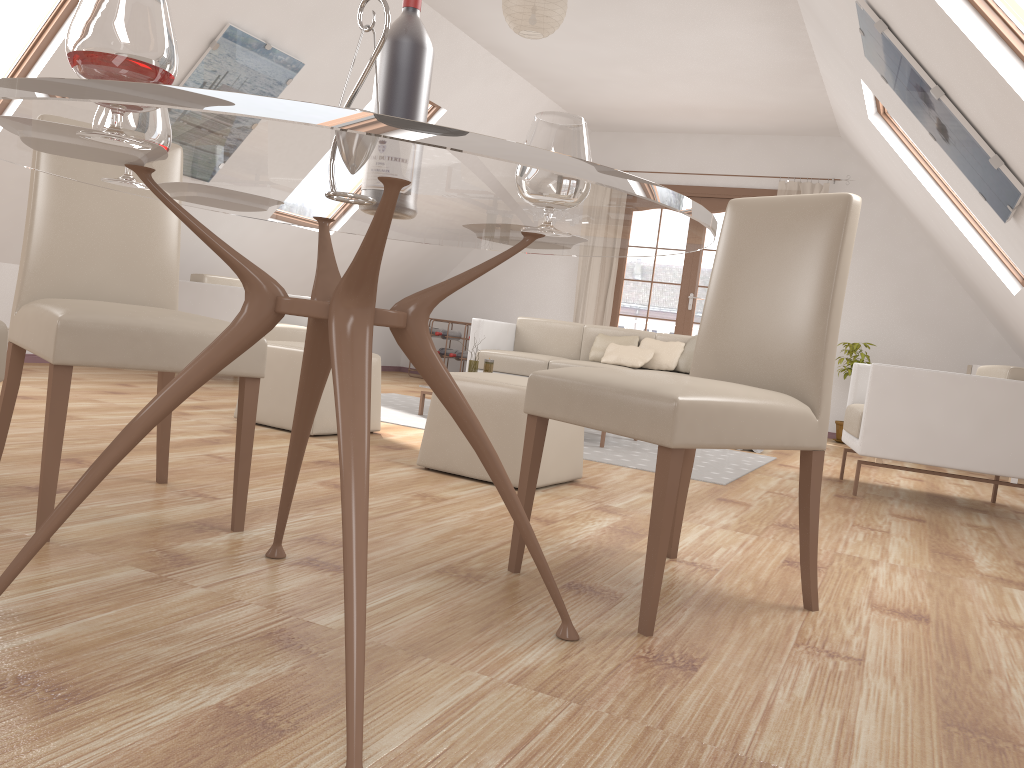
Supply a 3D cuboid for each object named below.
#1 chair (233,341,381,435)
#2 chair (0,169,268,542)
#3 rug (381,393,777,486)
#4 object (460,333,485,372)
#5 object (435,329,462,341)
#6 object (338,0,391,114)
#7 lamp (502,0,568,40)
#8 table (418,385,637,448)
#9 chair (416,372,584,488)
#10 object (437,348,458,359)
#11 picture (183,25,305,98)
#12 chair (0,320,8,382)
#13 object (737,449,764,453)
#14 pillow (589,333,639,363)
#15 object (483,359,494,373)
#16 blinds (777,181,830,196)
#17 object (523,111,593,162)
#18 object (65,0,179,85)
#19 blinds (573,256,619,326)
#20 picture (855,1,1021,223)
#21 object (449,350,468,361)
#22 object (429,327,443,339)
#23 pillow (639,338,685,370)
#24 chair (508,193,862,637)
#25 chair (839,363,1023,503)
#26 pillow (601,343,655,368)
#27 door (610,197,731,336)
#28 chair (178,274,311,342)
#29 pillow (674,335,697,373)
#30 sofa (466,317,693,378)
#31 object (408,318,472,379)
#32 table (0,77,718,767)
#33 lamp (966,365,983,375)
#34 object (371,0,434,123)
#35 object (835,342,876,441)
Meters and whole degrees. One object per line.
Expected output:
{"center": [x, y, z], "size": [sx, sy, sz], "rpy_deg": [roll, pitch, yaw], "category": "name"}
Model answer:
{"center": [-0.943, 0.007, 4.207], "size": [0.506, 0.394, 0.506], "rpy_deg": [9, 4, 29], "category": "chair"}
{"center": [-0.962, -0.181, 2.225], "size": [0.477, 0.999, 0.618], "rpy_deg": [4, 4, -41], "category": "chair"}
{"center": [0.040, 0.264, 5.325], "size": [2.800, 0.007, 1.600], "rpy_deg": [9, 4, 24], "category": "rug"}
{"center": [-0.248, -0.159, 5.594], "size": [0.184, 0.359, 0.123], "rpy_deg": [6, 4, -24], "category": "object"}
{"center": [-0.645, -0.492, 8.837], "size": [0.109, 0.109, 0.435], "rpy_deg": [9, 4, 24], "category": "object"}
{"center": [-0.248, -0.486, 1.475], "size": [0.086, 0.322, 0.096], "rpy_deg": [6, 3, -13], "category": "object"}
{"center": [0.129, -2.052, 4.573], "size": [0.340, 0.497, 0.340], "rpy_deg": [6, 4, -26], "category": "lamp"}
{"center": [0.114, 0.179, 5.364], "size": [1.173, 0.190, 0.730], "rpy_deg": [9, 4, 24], "category": "table"}
{"center": [-0.017, 0.164, 3.515], "size": [0.506, 0.394, 0.506], "rpy_deg": [9, 4, 29], "category": "chair"}
{"center": [-0.668, -0.309, 8.846], "size": [0.109, 0.109, 0.435], "rpy_deg": [9, 4, 24], "category": "object"}
{"center": [-1.760, -1.651, 5.323], "size": [0.683, 0.738, 0.650], "rpy_deg": [9, 4, 24], "category": "picture"}
{"center": [-1.030, -0.126, 1.131], "size": [0.618, 0.999, 0.477], "rpy_deg": [6, 4, -21], "category": "chair"}
{"center": [1.562, 0.295, 5.827], "size": [0.212, 0.267, 0.315], "rpy_deg": [8, 3, 12], "category": "object"}
{"center": [0.753, -0.264, 6.584], "size": [0.351, 0.235, 0.185], "rpy_deg": [9, 4, 28], "category": "pillow"}
{"center": [-0.156, -0.065, 5.676], "size": [0.075, 0.185, 0.075], "rpy_deg": [5, 4, -34], "category": "object"}
{"center": [2.396, -0.703, 7.738], "size": [0.424, 2.129, 0.123], "rpy_deg": [8, 4, 19], "category": "blinds"}
{"center": [0.075, -0.380, 1.574], "size": [0.136, 0.183, 0.136], "rpy_deg": [5, 4, -39], "category": "object"}
{"center": [-0.509, -0.429, 1.161], "size": [0.136, 0.183, 0.136], "rpy_deg": [7, 3, 3], "category": "object"}
{"center": [0.794, -0.948, 8.519], "size": [0.423, 2.130, 0.120], "rpy_deg": [9, 4, 22], "category": "blinds"}
{"center": [1.762, -1.112, 3.701], "size": [0.683, 0.738, 0.650], "rpy_deg": [9, 4, 24], "category": "picture"}
{"center": [-0.501, -0.279, 8.769], "size": [0.109, 0.109, 0.435], "rpy_deg": [9, 4, 24], "category": "object"}
{"center": [-0.812, -0.520, 8.909], "size": [0.110, 0.110, 0.439], "rpy_deg": [9, 4, 24], "category": "object"}
{"center": [1.058, -0.216, 6.438], "size": [0.351, 0.225, 0.196], "rpy_deg": [9, 4, 30], "category": "pillow"}
{"center": [0.425, 0.001, 2.101], "size": [0.618, 0.999, 0.477], "rpy_deg": [5, 4, -38], "category": "chair"}
{"center": [2.111, 0.226, 4.413], "size": [0.820, 0.706, 0.748], "rpy_deg": [8, 3, 14], "category": "chair"}
{"center": [0.822, -0.200, 6.387], "size": [0.363, 0.170, 0.227], "rpy_deg": [9, 4, 30], "category": "pillow"}
{"center": [1.618, -0.733, 8.241], "size": [1.546, 2.001, 0.098], "rpy_deg": [9, 4, 24], "category": "door"}
{"center": [-1.831, -0.378, 6.240], "size": [0.820, 0.706, 0.748], "rpy_deg": [9, 4, 27], "category": "chair"}
{"center": [1.327, -0.206, 6.266], "size": [0.269, 0.276, 0.424], "rpy_deg": [6, 3, -16], "category": "pillow"}
{"center": [0.678, -0.076, 6.504], "size": [1.880, 0.706, 0.820], "rpy_deg": [9, 4, 24], "category": "sofa"}
{"center": [-0.561, -0.319, 8.843], "size": [0.854, 0.608, 0.417], "rpy_deg": [9, 4, 24], "category": "object"}
{"center": [-0.314, 0.056, 1.507], "size": [1.198, 0.770, 1.198], "rpy_deg": [4, 5, -45], "category": "table"}
{"center": [3.614, 0.047, 6.839], "size": [0.180, 0.375, 0.221], "rpy_deg": [5, 4, -32], "category": "lamp"}
{"center": [-0.200, -0.546, 1.618], "size": [0.109, 0.435, 0.109], "rpy_deg": [8, 4, 20], "category": "object"}
{"center": [2.815, 0.066, 7.377], "size": [0.311, 0.846, 0.307], "rpy_deg": [8, 3, 17], "category": "object"}
